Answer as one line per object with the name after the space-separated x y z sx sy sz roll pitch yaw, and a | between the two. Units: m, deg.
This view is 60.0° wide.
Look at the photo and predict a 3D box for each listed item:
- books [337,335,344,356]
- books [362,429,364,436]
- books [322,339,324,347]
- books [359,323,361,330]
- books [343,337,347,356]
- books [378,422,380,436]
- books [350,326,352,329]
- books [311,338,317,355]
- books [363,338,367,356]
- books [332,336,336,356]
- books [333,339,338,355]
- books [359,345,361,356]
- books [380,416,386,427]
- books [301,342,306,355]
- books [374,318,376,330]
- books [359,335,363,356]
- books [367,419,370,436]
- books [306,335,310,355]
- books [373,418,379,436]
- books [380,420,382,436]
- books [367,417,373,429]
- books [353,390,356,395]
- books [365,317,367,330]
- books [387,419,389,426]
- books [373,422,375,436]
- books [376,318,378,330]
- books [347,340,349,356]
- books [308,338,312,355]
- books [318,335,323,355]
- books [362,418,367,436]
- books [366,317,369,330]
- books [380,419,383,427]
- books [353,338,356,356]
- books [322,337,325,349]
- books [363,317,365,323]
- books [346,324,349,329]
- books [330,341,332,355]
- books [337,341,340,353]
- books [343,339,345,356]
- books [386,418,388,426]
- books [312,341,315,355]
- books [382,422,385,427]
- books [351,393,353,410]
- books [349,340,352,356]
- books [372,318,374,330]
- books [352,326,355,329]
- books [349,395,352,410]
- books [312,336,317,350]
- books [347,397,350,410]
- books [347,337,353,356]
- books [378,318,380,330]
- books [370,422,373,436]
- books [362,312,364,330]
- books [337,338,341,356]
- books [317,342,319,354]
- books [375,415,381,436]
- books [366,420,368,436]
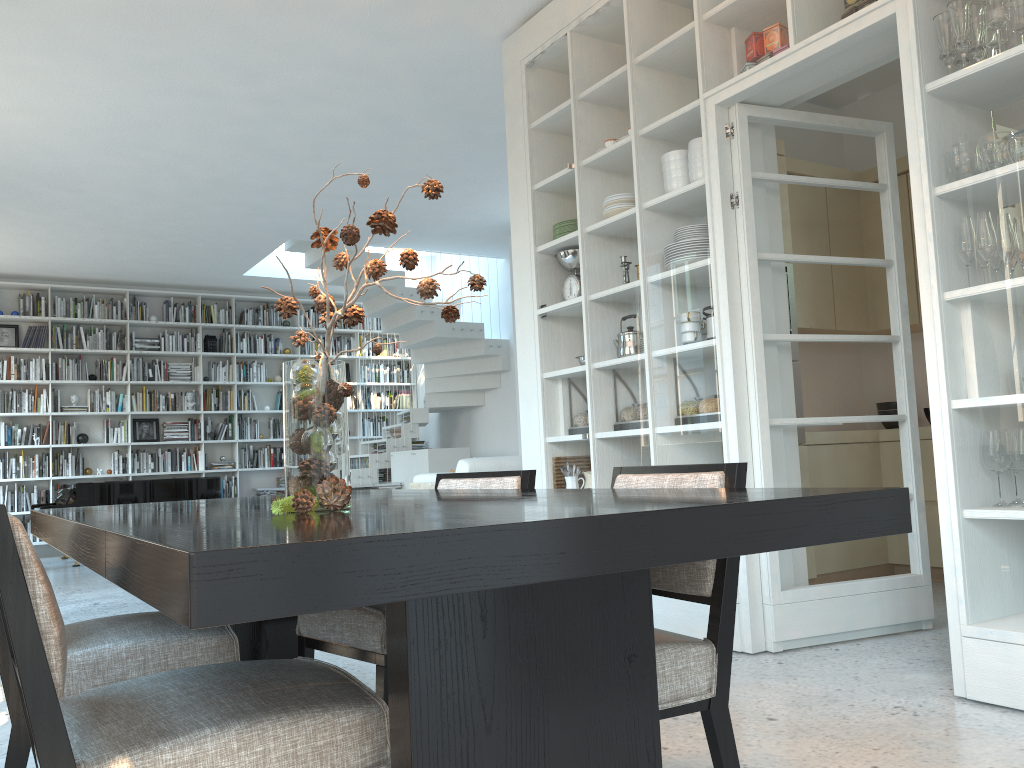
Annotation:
-2.369 -0.511 12.229 0.022 0.294 0.181 0 -5 -32 | books
-2.116 0.600 12.292 0.085 0.278 0.159 0 -5 -32 | books
-2.602 -0.482 12.103 0.025 0.238 0.143 0 -5 -32 | books
-2.156 -0.863 12.419 0.022 0.275 0.160 0 -5 -32 | books
-2.323 -0.499 12.258 0.036 0.272 0.177 0 -5 -32 | books
-1.896 0.638 12.428 0.027 0.200 0.164 0 -5 -32 | books
-2.271 -0.830 12.363 0.031 0.211 0.131 0 -5 -32 | books
-2.695 -0.495 12.033 0.026 0.261 0.167 0 -5 -32 | books
-2.073 -0.501 12.321 0.026 0.263 0.189 0 -5 -32 | books
-2.478 -0.503 12.186 0.048 0.283 0.162 0 -5 -32 | books
-2.438 -0.484 12.180 0.014 0.239 0.189 0 -5 -32 | books
-2.146 -0.513 12.315 0.036 0.293 0.135 0 -5 -32 | books
-1.813 0.596 12.473 0.011 0.284 0.161 0 -5 -32 | books
-2.816 -0.492 11.971 0.012 0.254 0.161 0 -5 -32 | books
-1.970 -0.856 12.535 0.029 0.264 0.179 0 -5 -32 | books
-2.114 -0.516 12.307 0.010 0.294 0.183 0 -5 -32 | books
-2.015 0.616 12.346 0.022 0.242 0.151 0 -5 -32 | books
-2.778 -0.506 11.994 0.051 0.282 0.167 0 -5 -32 | books
-1.917 0.612 12.384 0.027 0.248 0.184 0 -5 -32 | books
-1.865 0.623 12.442 0.014 0.230 0.172 0 -5 -32 | books
-1.978 0.605 12.386 0.024 0.267 0.133 0 -5 -32 | books
-2.181 0.231 12.308 0.029 0.283 0.139 0 -5 -32 | books
-2.087 -0.841 12.444 0.022 0.229 0.175 0 -5 -32 | books
-1.777 0.620 12.502 0.013 0.239 0.166 0 -5 -32 | books
-1.953 0.634 12.391 0.025 0.208 0.149 0 -5 -32 | books
-1.941 -0.848 12.562 0.027 0.249 0.155 0 -5 -32 | books
-2.298 -0.483 12.281 0.030 0.241 0.162 0 -5 -32 | books
-2.748 -0.489 12.021 0.026 0.250 0.130 0 -5 -32 | books
-2.620 -0.508 12.083 0.026 0.287 0.156 0 -5 -32 | books
-2.061 0.610 12.307 0.024 0.252 0.175 0 -5 -32 | books
-2.061 -0.847 12.470 0.023 0.243 0.183 0 -5 -32 | books
-1.857 0.619 12.466 0.027 0.242 0.132 0 -5 -32 | books
-2.223 -0.494 12.333 0.031 0.265 0.169 0 -5 -32 | books
-2.551 -0.501 12.075 0.032 0.265 0.245 0 -6 -32 | books
-2.100 -0.861 12.433 0.012 0.269 0.185 0 -5 -32 | books
-2.306 -0.832 12.314 0.029 0.209 0.169 0 -5 -32 | books
-2.510 -0.480 12.132 0.030 0.229 0.187 0 -5 -32 | books
-2.411 -0.472 12.204 0.031 0.217 0.165 0 -5 -32 | books
-2.348 -0.487 12.253 0.011 0.248 0.152 0 -5 -32 | books
-1.790 0.613 12.499 0.012 0.254 0.161 0 -5 -32 | books
-2.714 -0.470 12.013 0.025 0.207 0.175 0 -5 -32 | books
-1.821 0.635 12.454 0.021 0.205 0.175 0 -5 -32 | books
-2.237 0.243 12.254 0.024 0.254 0.145 0 -5 -32 | books
-2.270 -0.478 12.310 0.022 0.234 0.158 0 -5 -32 | books
-1.991 -0.854 12.521 0.022 0.259 0.163 0 -5 -32 | books
-2.237 -0.858 12.361 0.026 0.263 0.163 0 -5 -32 | books
-2.257 0.249 12.224 0.041 0.239 0.176 0 -5 -32 | books
-2.685 -0.512 12.051 0.011 0.296 0.162 0 -5 -32 | books
-2.282 0.233 12.206 0.021 0.270 0.191 0 -5 -32 | books
-2.249 -0.503 12.321 0.026 0.283 0.147 0 -5 -32 | books
-1.914 -0.842 12.569 0.025 0.236 0.144 0 -5 -32 | books
-1.989 0.636 12.354 0.029 0.201 0.172 0 -5 -32 | books
-2.118 -0.869 12.439 0.013 0.286 0.150 0 -5 -32 | books
-2.394 -0.494 12.228 0.023 0.263 0.156 0 -5 -32 | books
-2.666 -0.476 12.059 0.030 0.224 0.158 0 -5 -32 | books
-1.881 0.591 12.442 0.013 0.296 0.141 0 -5 -32 | books
-2.039 0.619 12.329 0.037 0.235 0.153 0 -5 -32 | books
